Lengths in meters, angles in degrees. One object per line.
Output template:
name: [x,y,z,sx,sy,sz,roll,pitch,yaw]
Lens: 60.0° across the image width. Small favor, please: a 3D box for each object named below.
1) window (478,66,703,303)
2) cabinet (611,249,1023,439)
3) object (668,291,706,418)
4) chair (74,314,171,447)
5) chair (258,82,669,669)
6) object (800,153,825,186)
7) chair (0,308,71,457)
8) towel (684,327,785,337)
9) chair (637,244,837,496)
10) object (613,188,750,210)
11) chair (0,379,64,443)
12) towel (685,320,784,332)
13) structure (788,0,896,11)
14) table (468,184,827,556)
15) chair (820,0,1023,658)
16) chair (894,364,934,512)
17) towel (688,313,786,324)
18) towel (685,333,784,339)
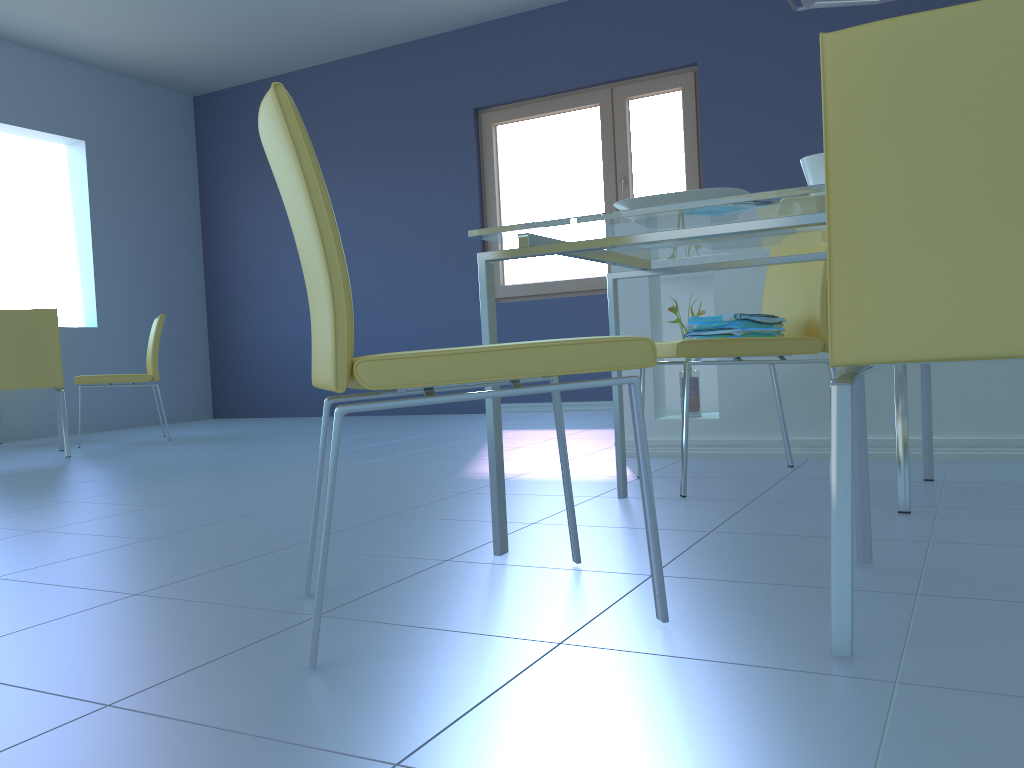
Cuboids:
window: [0.461,-1.175,5.450,1.475,1.263,0.142,-2,2,28]
cabinet: [1.657,-0.234,3.557,2.139,0.800,2.200,-2,2,28]
object: [0.581,-0.100,2.940,0.067,0.423,0.229,-4,2,-31]
chair: [-2.176,-0.026,4.951,0.484,0.699,0.387,-4,2,-26]
chair: [-0.093,-0.025,1.275,0.484,0.695,0.387,-3,2,-14]
object: [0.554,-0.348,1.521,0.111,0.083,0.091,-3,2,0]
chair: [-2.357,0.003,4.236,0.387,0.695,0.484,-4,2,-31]
towel: [0.585,-0.137,2.339,0.195,0.024,0.201,-4,2,-37]
chair: [0.604,-0.095,2.353,0.484,0.695,0.387,-3,2,-9]
object: [0.298,-0.302,1.526,0.228,0.020,0.228,-2,2,25]
chair: [-2.842,-0.001,5.203,0.387,0.695,0.484,-4,2,-26]
towel: [0.586,-0.152,2.342,0.195,0.027,0.192,-5,2,-41]
structure: [1.267,-1.813,2.791,0.895,0.962,0.695,-2,2,28]
table: [0.622,-0.016,1.634,1.173,0.590,0.730,-2,2,28]
chair: [0.604,-0.057,1.110,0.387,0.695,0.484,-2,2,25]
chair: [1.057,-0.105,1.913,0.387,0.695,0.484,-2,2,30]
towel: [0.588,-0.168,2.340,0.195,0.033,0.190,-4,2,-36]
towel: [0.586,-0.123,2.345,0.195,0.024,0.201,-5,2,-43]
